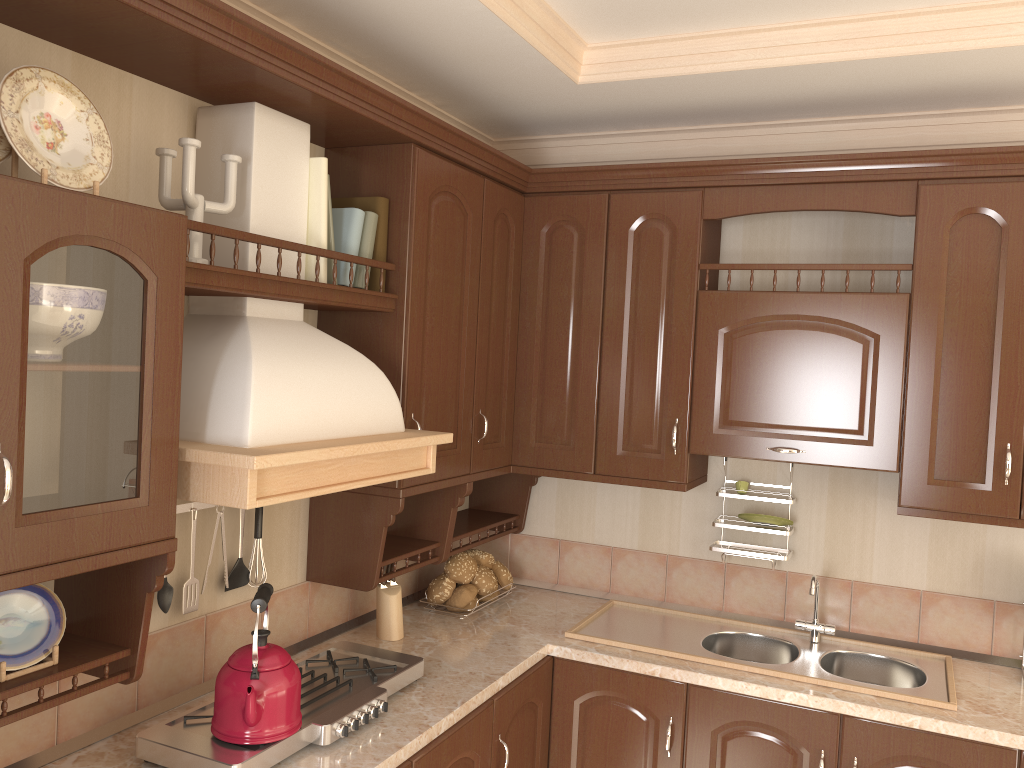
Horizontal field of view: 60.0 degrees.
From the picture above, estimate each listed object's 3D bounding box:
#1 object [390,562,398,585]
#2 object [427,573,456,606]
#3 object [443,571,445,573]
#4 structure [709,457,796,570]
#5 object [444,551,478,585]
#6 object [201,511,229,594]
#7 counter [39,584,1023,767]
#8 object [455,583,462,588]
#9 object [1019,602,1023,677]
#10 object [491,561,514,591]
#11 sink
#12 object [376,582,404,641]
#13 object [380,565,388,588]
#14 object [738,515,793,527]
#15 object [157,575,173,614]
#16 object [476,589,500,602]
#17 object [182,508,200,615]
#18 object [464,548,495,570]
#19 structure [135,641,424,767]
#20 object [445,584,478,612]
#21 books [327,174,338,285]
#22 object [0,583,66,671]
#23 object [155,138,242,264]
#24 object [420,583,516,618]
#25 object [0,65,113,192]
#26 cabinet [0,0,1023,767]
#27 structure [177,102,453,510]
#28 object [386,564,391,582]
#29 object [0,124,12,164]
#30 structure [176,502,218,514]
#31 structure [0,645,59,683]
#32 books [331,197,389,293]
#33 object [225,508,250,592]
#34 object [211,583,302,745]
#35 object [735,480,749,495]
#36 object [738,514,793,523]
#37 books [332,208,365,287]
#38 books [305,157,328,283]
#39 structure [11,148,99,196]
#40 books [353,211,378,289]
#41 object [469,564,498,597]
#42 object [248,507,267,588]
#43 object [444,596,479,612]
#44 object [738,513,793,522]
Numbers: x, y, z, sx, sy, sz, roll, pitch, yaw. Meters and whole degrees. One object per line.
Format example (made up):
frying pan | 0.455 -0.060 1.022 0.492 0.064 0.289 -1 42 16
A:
object | -0.359 0.619 2.675 0.027 0.198 0.053 3 2 8
object | -0.234 0.683 2.939 0.092 0.109 0.123 3 2 -8
object | -0.196 0.653 3.039 0.110 0.092 0.113 2 2 -13
structure | 0.793 0.418 2.919 0.256 0.361 0.131 4 2 25
object | -0.170 0.613 2.963 0.100 0.105 0.118 3 2 19
object | -0.712 0.404 2.135 0.005 0.195 0.089 4 2 25
counter | 0.378 0.833 1.743 2.422 0.034 2.603 4 2 25
object | -0.156 0.698 3.077 0.098 0.094 0.114 3 2 5
object | 1.632 0.719 2.472 0.359 0.275 0.172 4 2 26
object | -0.040 0.678 3.140 0.097 0.106 0.117 2 2 -20
sink | 0.745 0.738 2.692 1.077 0.348 0.448 4 2 25
object | -0.373 0.676 2.666 0.078 0.148 0.151 2 2 -28
object | -0.384 0.624 2.648 0.027 0.198 0.053 3 2 8
object | 0.825 0.445 2.887 0.174 0.051 0.167 4 2 25
object | -0.777 0.399 1.989 0.015 0.231 0.048 4 2 26
object | -0.097 0.724 3.083 0.105 0.060 0.103 3 2 20
object | -0.745 0.411 2.066 0.003 0.245 0.051 4 2 25
object | -0.127 0.614 3.097 0.125 0.078 0.112 3 2 19
structure | -0.466 0.727 2.031 0.325 0.054 0.710 4 2 25
object | -0.166 0.705 2.922 0.104 0.092 0.114 2 2 -18
books | -0.529 -0.382 2.227 0.194 0.271 0.068 4 2 25
object | -0.869 0.418 1.548 0.071 0.143 0.202 4 2 23
object | -0.658 -0.365 1.831 0.174 0.248 0.163 2 2 -13
object | -0.145 0.723 3.037 0.199 0.060 0.364 4 2 25
object | -0.770 -0.433 1.505 0.068 0.210 0.220 4 2 23
cabinet | 0.259 0.497 1.464 2.436 2.313 3.226 4 2 25
structure | -0.499 -0.201 2.038 0.455 0.845 0.753 4 2 25
object | -0.379 0.608 2.706 0.022 0.159 0.050 3 2 -6
object | -0.906 -0.432 1.345 0.073 0.209 0.342 4 2 26
structure | -0.717 0.285 2.125 0.008 0.020 0.422 4 2 25
structure | -0.865 0.435 1.548 0.080 0.126 0.110 4 2 25
books | -0.433 -0.374 2.407 0.205 0.254 0.052 4 2 25
object | -0.687 0.401 2.219 0.028 0.236 0.088 4 2 25
object | -0.505 0.567 1.813 0.181 0.282 0.227 1 2 -42
object | 0.767 0.343 2.955 0.044 0.051 0.049 3 2 -7
object | 0.825 0.442 2.888 0.174 0.051 0.167 4 2 25
books | -0.489 -0.351 2.305 0.205 0.209 0.086 4 2 25
books | -0.538 -0.399 2.188 0.194 0.305 0.042 4 2 25
structure | -0.771 -0.382 1.503 0.080 0.126 0.110 4 2 25
books | -0.459 -0.351 2.347 0.205 0.209 0.080 4 2 25
object | -0.100 0.667 3.008 0.110 0.102 0.115 2 2 -37
object | -0.651 0.412 2.268 0.049 0.219 0.049 3 2 2
object | -0.169 0.722 2.969 0.119 0.058 0.114 3 2 -10
object | 0.826 0.439 2.889 0.174 0.051 0.167 4 2 25
